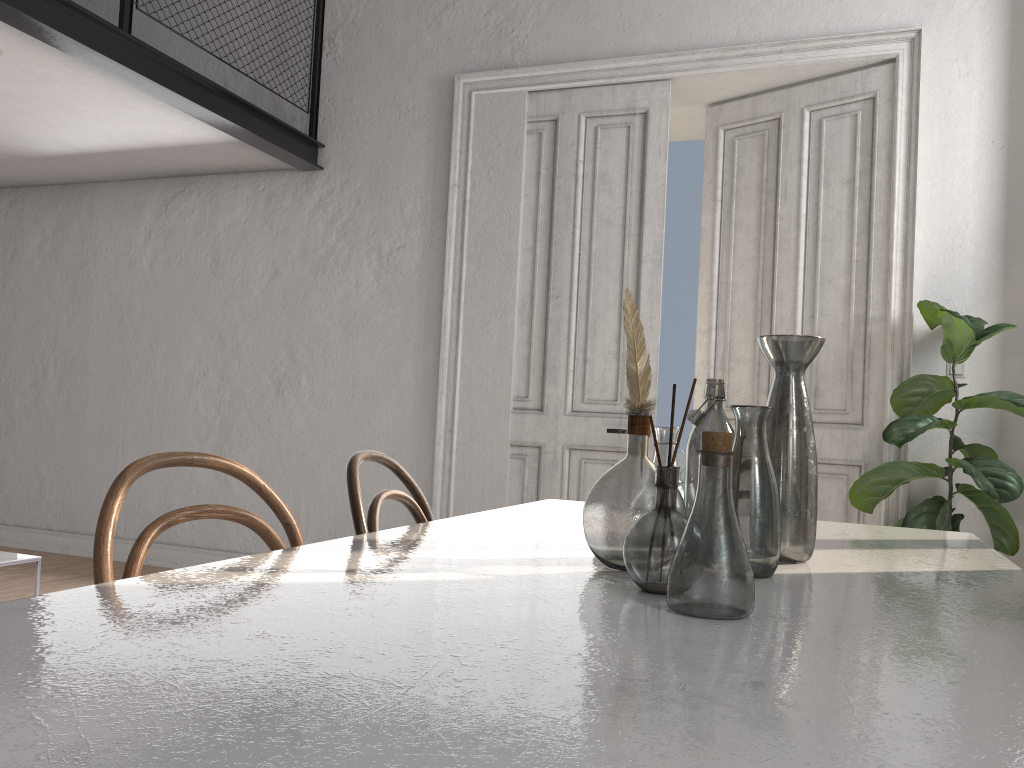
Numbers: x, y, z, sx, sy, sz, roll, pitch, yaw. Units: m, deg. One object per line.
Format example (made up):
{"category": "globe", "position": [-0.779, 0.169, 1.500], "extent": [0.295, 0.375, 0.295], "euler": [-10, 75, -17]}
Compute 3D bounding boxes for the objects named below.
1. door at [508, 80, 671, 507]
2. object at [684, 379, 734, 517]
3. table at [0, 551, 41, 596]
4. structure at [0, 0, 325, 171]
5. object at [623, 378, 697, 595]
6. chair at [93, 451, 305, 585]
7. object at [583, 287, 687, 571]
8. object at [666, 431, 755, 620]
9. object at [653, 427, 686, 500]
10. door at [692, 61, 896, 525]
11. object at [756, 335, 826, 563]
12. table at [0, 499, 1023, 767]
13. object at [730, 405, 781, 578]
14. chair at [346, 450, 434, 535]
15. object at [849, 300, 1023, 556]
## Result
{"category": "door", "position": [0.250, -0.187, 4.757], "extent": [1.097, 2.813, 0.216], "euler": [2, -2, 22]}
{"category": "object", "position": [0.333, 0.142, 1.481], "extent": [0.086, 0.301, 0.086], "euler": [3, -2, 6]}
{"category": "table", "position": [-2.359, 0.817, 3.146], "extent": [0.849, 0.392, 0.849], "euler": [2, -3, 21]}
{"category": "structure", "position": [-4.075, -2.125, 3.267], "extent": [4.157, 1.212, 5.930], "euler": [2, -3, 21]}
{"category": "object", "position": [0.203, 0.130, 1.167], "extent": [0.106, 0.283, 0.107], "euler": [2, -2, 16]}
{"category": "chair", "position": [-0.315, 0.572, 1.259], "extent": [0.549, 0.920, 0.438], "euler": [1, -3, 32]}
{"category": "object", "position": [0.194, 0.057, 1.355], "extent": [0.157, 0.446, 0.157], "euler": [1, -3, 39]}
{"category": "object", "position": [0.237, 0.162, 1.045], "extent": [0.101, 0.211, 0.101], "euler": [4, -3, -30]}
{"category": "object", "position": [0.306, 0.196, 1.775], "extent": [0.132, 0.219, 0.132], "euler": [3, -2, 10]}
{"category": "door", "position": [1.395, -0.140, 4.501], "extent": [0.216, 2.813, 1.097], "euler": [5, -3, -44]}
{"category": "object", "position": [0.474, 0.111, 1.535], "extent": [0.116, 0.382, 0.116], "euler": [2, -3, 32]}
{"category": "table", "position": [0.215, 0.672, 1.345], "extent": [1.100, 0.779, 2.201], "euler": [2, -3, 21]}
{"category": "object", "position": [0.360, 0.161, 1.349], "extent": [0.100, 0.255, 0.098], "euler": [3, -2, -2]}
{"category": "chair", "position": [-0.075, 0.609, 1.793], "extent": [0.549, 0.920, 0.438], "euler": [2, -2, 16]}
{"category": "object", "position": [0.707, 0.166, 1.386], "extent": [0.792, 1.841, 5.830], "euler": [2, -3, 26]}
